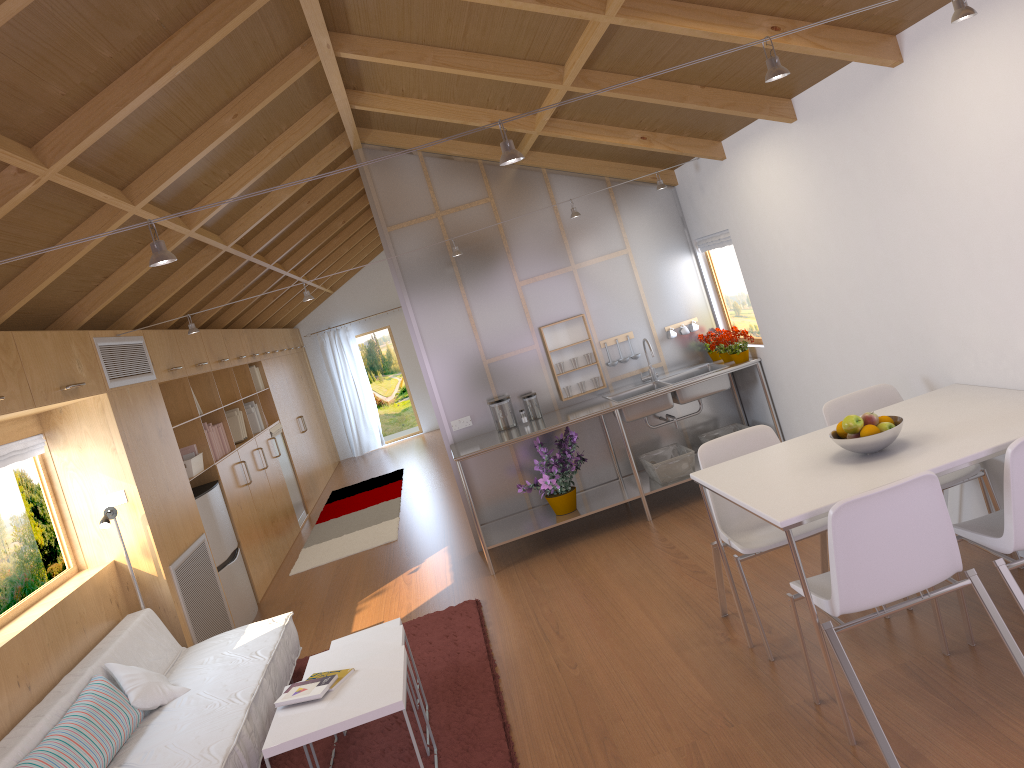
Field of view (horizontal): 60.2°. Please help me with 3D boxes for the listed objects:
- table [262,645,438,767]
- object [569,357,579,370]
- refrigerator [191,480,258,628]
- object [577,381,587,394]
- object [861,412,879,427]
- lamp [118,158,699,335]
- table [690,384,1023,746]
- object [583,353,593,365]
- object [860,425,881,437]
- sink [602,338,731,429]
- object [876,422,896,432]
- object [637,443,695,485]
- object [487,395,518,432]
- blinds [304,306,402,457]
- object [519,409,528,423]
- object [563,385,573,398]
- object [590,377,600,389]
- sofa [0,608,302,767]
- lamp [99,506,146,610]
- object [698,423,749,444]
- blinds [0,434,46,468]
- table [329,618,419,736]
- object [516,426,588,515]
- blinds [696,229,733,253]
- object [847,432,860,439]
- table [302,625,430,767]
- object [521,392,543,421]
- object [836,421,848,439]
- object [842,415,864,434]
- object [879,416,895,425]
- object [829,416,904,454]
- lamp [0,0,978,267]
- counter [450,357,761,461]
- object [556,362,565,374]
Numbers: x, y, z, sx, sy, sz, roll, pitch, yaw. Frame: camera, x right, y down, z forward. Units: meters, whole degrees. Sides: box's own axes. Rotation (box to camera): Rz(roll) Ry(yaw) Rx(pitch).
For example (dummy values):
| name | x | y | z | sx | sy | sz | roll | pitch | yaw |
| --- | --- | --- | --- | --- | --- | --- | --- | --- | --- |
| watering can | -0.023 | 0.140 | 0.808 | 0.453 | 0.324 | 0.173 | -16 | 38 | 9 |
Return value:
| name | x | y | z | sx | sy | sz | roll | pitch | yaw |
| --- | --- | --- | --- | --- | --- | --- | --- | --- | --- |
| table | -0.563 | 1.332 | 3.220 | 0.486 | 0.437 | 0.525 | -18 | 4 | -5 |
| object | 0.446 | -0.145 | 6.265 | 0.062 | 0.077 | 0.061 | -19 | 3 | -31 |
| refrigerator | -2.103 | 1.238 | 6.296 | 0.262 | 0.985 | 0.714 | -17 | 3 | -5 |
| object | 0.498 | 0.025 | 6.268 | 0.062 | 0.077 | 0.061 | -19 | 3 | -31 |
| object | 1.265 | 0.132 | 3.126 | 0.063 | 0.067 | 0.062 | -15 | 4 | 33 |
| lamp | -0.563 | -0.825 | 5.584 | 3.837 | 0.152 | 0.072 | -18 | 2 | -6 |
| table | 1.453 | 0.564 | 3.225 | 1.212 | 0.741 | 0.900 | -18 | 4 | -6 |
| object | 0.544 | -0.176 | 6.276 | 0.062 | 0.077 | 0.061 | -19 | 3 | -31 |
| object | 1.241 | 0.174 | 3.061 | 0.068 | 0.067 | 0.067 | -19 | 4 | -30 |
| sink | 1.038 | -0.012 | 6.079 | 0.812 | 0.639 | 0.564 | -18 | 3 | -6 |
| object | 1.305 | 0.166 | 3.084 | 0.071 | 0.069 | 0.077 | -18 | 3 | -5 |
| object | 1.057 | 0.545 | 5.977 | 0.299 | 0.158 | 0.415 | -18 | 5 | -5 |
| object | -0.061 | 0.205 | 6.132 | 0.171 | 0.215 | 0.173 | -17 | 3 | 8 |
| blinds | -1.575 | -0.221 | 13.872 | 2.855 | 2.033 | 0.233 | -18 | 1 | -7 |
| object | 0.078 | 0.221 | 6.070 | 0.037 | 0.092 | 0.037 | -17 | 2 | 9 |
| object | 0.400 | 0.056 | 6.257 | 0.061 | 0.077 | 0.061 | -17 | 3 | 7 |
| object | 0.597 | -0.007 | 6.279 | 0.062 | 0.077 | 0.061 | -19 | 3 | -31 |
| sofa | -1.473 | 1.487 | 3.678 | 0.864 | 0.627 | 2.357 | -18 | 5 | -5 |
| lamp | -1.992 | 1.231 | 4.795 | 0.184 | 1.195 | 0.252 | -18 | 1 | -30 |
| object | 1.488 | 0.406 | 6.026 | 0.299 | 0.158 | 0.415 | -18 | 5 | -5 |
| blinds | -2.499 | 0.373 | 4.134 | 0.048 | 0.110 | 1.499 | -17 | 5 | -5 |
| table | -0.638 | 1.339 | 4.078 | 0.342 | 0.308 | 0.369 | -18 | 4 | -5 |
| object | 0.289 | 0.586 | 5.849 | 0.528 | 0.552 | 0.350 | -18 | 2 | -14 |
| blinds | 1.387 | -0.974 | 6.030 | 0.048 | 0.111 | 0.725 | -17 | 5 | -5 |
| object | 1.226 | 0.193 | 3.129 | 0.077 | 0.089 | 0.081 | -14 | 4 | 44 |
| table | -0.605 | 1.329 | 3.679 | 0.425 | 0.382 | 0.459 | -18 | 4 | -5 |
| object | 0.142 | 0.160 | 6.175 | 0.112 | 0.176 | 0.114 | -17 | 2 | 15 |
| object | 1.207 | 0.165 | 3.194 | 0.068 | 0.067 | 0.067 | -19 | 4 | -30 |
| object | 1.194 | 0.141 | 3.096 | 0.071 | 0.069 | 0.077 | -18 | 3 | -5 |
| object | 1.327 | 0.147 | 3.149 | 0.067 | 0.066 | 0.068 | -15 | 4 | 38 |
| object | 1.265 | 0.196 | 3.128 | 0.252 | 0.090 | 0.258 | -14 | 6 | 37 |
| lamp | -0.217 | -0.622 | 2.410 | 3.837 | 0.152 | 0.072 | -18 | 2 | -6 |
| counter | 0.599 | 0.139 | 6.002 | 2.114 | 0.021 | 0.650 | -18 | 5 | -6 |
| object | 0.347 | -0.113 | 6.254 | 0.061 | 0.077 | 0.061 | -17 | 3 | 7 |
